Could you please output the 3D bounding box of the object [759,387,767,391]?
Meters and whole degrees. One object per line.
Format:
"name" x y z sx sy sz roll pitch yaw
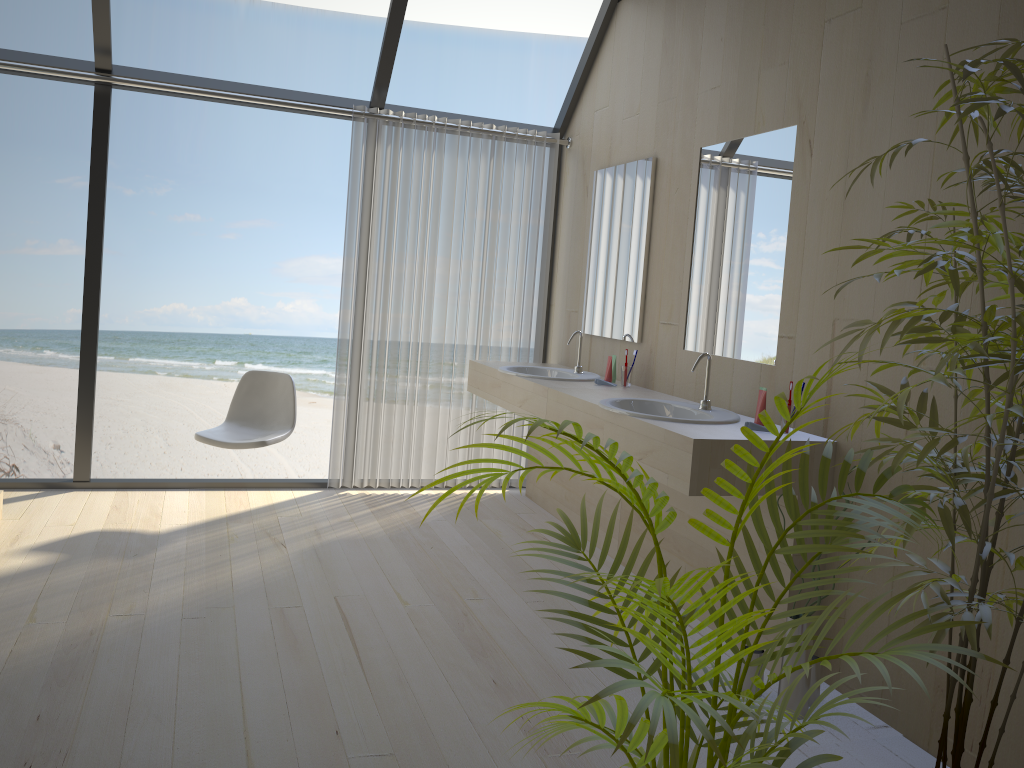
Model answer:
"object" 0.883 0.079 3.133 0.039 0.134 0.039 6 3 22

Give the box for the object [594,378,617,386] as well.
"object" 0.433 -0.007 4.084 0.104 0.029 0.033 7 5 21

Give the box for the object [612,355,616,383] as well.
"object" 0.488 -0.072 4.269 0.039 0.134 0.039 6 3 29

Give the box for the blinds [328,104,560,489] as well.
"blinds" -0.374 -0.443 4.978 1.181 2.064 0.084 3 3 -19

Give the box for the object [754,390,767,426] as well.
"object" 0.851 0.088 3.023 0.039 0.134 0.039 6 3 22

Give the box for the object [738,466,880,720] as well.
"object" 0.931 0.607 2.703 0.406 0.747 0.275 2 4 -32

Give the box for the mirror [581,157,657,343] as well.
"mirror" 0.525 -0.666 4.450 0.023 0.866 0.656 3 4 -20

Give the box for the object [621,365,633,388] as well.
"object" 0.529 -0.033 4.093 0.058 0.100 0.059 4 4 -13

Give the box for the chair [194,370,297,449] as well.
"chair" -1.279 0.126 4.331 0.369 0.346 0.456 5 5 9

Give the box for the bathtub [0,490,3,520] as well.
"bathtub" -2.848 0.611 2.850 1.819 0.696 1.655 2 6 -19

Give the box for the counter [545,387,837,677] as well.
"counter" 0.582 0.493 3.360 0.550 0.788 1.211 3 5 -19

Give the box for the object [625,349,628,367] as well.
"object" 0.522 -0.073 4.063 0.012 0.177 0.050 5 3 20

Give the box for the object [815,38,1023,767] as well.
"object" 0.956 0.207 1.687 0.787 1.751 0.938 5 3 5

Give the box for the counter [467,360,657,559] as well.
"counter" 0.188 0.342 4.496 0.550 0.788 1.211 3 5 -19

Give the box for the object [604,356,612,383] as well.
"object" 0.456 -0.063 4.160 0.039 0.134 0.039 6 3 29

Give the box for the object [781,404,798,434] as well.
"object" 0.923 0.119 2.956 0.058 0.100 0.059 4 4 -9

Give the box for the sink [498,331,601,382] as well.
"sink" 0.186 -0.067 4.429 0.503 0.418 0.576 3 5 -16

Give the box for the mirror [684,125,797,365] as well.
"mirror" 0.890 -0.535 3.482 0.023 0.866 0.656 3 4 -20

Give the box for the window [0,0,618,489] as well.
"window" -1.809 -0.818 4.244 4.555 2.805 0.748 3 3 -19

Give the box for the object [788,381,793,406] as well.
"object" 0.916 0.079 2.926 0.012 0.177 0.050 5 3 20

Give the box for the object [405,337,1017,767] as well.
"object" 0.243 0.469 1.414 0.917 1.153 0.752 5 4 14

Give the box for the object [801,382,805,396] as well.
"object" 0.942 0.079 2.952 0.054 0.175 0.012 5 3 6

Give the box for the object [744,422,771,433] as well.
"object" 0.827 0.144 2.947 0.104 0.029 0.033 7 5 21

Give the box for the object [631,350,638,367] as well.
"object" 0.547 -0.072 4.089 0.054 0.175 0.012 5 3 6

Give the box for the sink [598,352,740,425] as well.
"sink" 0.580 0.084 3.293 0.503 0.418 0.576 3 5 -16
